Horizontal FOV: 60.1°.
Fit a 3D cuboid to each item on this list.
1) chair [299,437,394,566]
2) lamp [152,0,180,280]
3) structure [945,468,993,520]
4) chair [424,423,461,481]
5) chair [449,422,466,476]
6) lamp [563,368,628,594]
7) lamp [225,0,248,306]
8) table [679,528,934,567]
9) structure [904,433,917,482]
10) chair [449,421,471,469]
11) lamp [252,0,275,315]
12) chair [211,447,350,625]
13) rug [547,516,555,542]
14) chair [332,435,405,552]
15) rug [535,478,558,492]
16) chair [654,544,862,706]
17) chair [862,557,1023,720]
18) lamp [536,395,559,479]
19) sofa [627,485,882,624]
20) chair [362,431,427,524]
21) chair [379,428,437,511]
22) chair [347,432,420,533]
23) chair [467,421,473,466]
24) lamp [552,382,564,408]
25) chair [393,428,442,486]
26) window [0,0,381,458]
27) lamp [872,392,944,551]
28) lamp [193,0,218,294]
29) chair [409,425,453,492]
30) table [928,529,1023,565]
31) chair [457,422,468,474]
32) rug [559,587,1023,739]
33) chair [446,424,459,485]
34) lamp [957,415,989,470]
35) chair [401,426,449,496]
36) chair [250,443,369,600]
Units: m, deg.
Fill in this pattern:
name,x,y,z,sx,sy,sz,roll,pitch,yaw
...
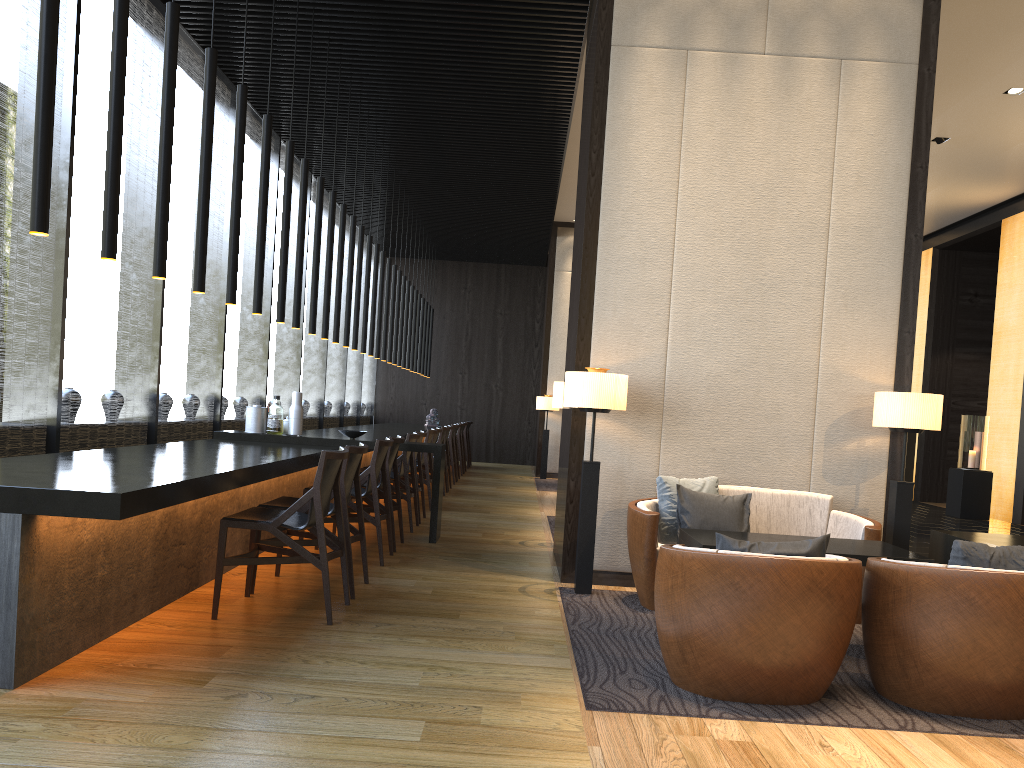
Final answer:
name,x,y,z,sx,sy,sz,roll,pitch,yaw
chair,-1.088,0.767,5.984,0.563,0.828,0.525,4,1,0
lamp,-1.571,-1.701,4.100,0.060,2.424,0.060,4,2,-5
structure,6.231,1.493,12.072,0.402,0.659,0.402,4,1,0
chair,-1.028,0.979,12.935,0.563,0.828,0.525,4,1,0
chair,-1.019,1.011,13.974,0.563,0.828,0.525,4,1,0
lamp,0.467,0.583,5.312,0.375,1.353,0.374,3,1,-10
lamp,-1.562,-1.670,5.127,0.060,2.424,0.060,4,2,-5
table,1.363,1.024,4.272,1.042,0.518,0.575,4,0,0
structure,2.631,0.815,6.214,0.240,1.220,0.240,4,2,0
chair,-1.005,1.060,15.587,0.563,0.828,0.525,4,1,0
lamp,-1.558,-1.655,5.642,0.060,2.424,0.060,4,2,-5
chair,-1.102,0.719,4.396,0.563,0.828,0.525,4,1,0
rug,1.328,1.392,8.047,1.957,0.008,2.241,4,-2,1
chair,-1.083,0.785,6.559,0.563,0.828,0.525,4,1,0
rug,1.372,1.549,13.188,2.040,0.008,2.241,4,-2,1
chair,0.973,0.936,3.492,0.803,0.605,0.605,4,0,1
chair,1.827,0.990,3.487,0.803,0.605,0.605,4,0,1
lamp,0.544,0.855,14.250,0.374,1.353,0.375,4,2,30
sofa,1.384,0.968,5.204,1.449,0.694,0.602,4,0,0
chair,-1.070,0.833,8.146,0.563,0.828,0.525,4,1,0
chair,-1.061,0.864,9.159,0.563,0.828,0.525,4,1,0
chair,-1.075,0.816,7.572,0.563,0.828,0.525,4,1,0
chair,-1.000,1.077,16.162,0.563,0.828,0.525,4,1,0
lamp,0.482,0.638,7.119,0.374,1.353,0.375,4,2,30
chair,-1.056,0.882,9.734,0.563,0.828,0.525,4,1,0
window,2.883,-0.819,1.547,12.052,4.232,31.871,4,-2,1
lamp,2.325,0.717,5.300,0.374,1.321,0.375,5,2,44
lamp,-1.567,-1.686,4.613,0.060,2.424,0.060,4,2,-5
chair,-1.042,0.930,11.321,0.563,0.828,0.525,4,1,0
table,2.750,1.110,4.304,0.620,0.513,1.959,4,-1,1
chair,-1.014,1.028,14.549,0.563,0.828,0.525,4,1,0
rug,1.296,1.279,4.324,2.040,0.008,2.241,4,-2,1
chair,-1.033,0.962,12.360,0.563,0.828,0.525,4,1,0
lamp,6.277,0.793,12.046,0.336,0.730,0.336,4,1,9
chair,-1.047,0.912,10.747,0.563,0.828,0.525,4,1,0
chair,-1.097,0.737,4.971,0.563,0.828,0.525,4,1,0
